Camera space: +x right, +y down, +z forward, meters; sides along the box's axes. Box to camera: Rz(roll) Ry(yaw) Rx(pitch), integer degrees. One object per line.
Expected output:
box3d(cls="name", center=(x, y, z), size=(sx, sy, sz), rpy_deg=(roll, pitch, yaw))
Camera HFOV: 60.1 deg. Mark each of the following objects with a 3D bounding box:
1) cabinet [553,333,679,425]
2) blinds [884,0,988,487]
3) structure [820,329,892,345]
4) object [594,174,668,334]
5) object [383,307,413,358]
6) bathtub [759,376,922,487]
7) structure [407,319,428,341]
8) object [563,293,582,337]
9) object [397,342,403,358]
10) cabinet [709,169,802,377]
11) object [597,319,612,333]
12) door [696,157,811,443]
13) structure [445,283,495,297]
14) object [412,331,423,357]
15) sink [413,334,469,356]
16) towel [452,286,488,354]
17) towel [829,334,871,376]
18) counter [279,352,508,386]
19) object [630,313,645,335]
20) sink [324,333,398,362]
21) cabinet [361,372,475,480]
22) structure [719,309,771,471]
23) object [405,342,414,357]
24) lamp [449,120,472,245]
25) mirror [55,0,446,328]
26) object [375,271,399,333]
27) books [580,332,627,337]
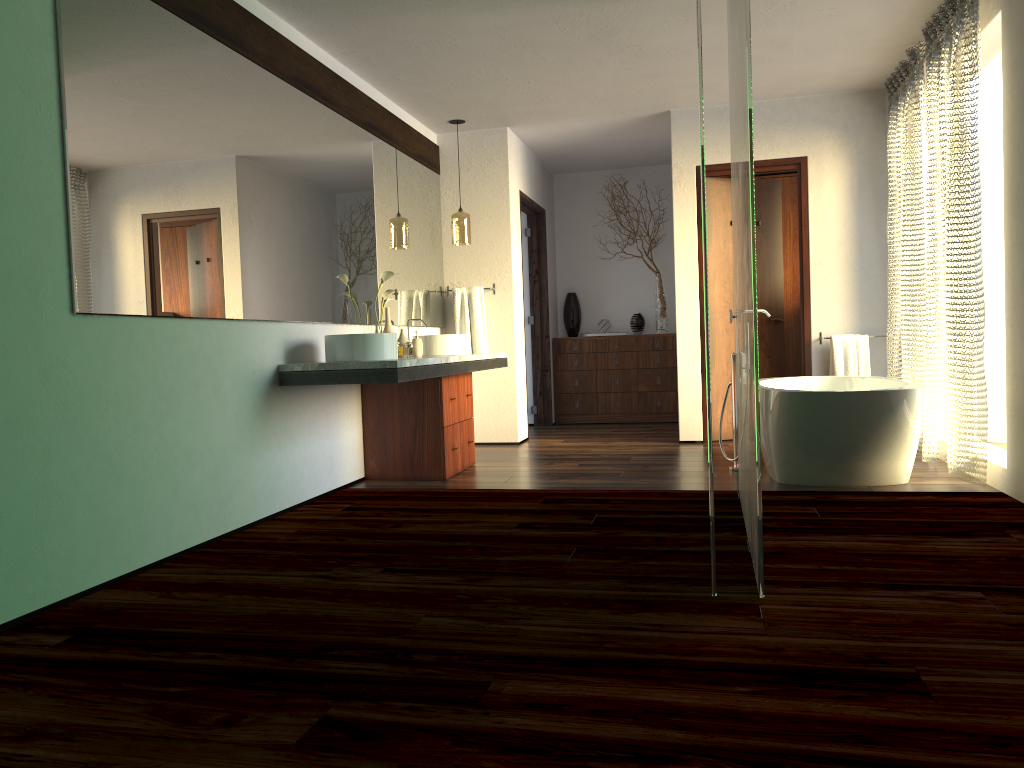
box3d(cls="cabinet", center=(0.986, -0.045, 8.166), size=(1.153, 0.800, 0.398), rpy_deg=(-1, 3, 15))
box3d(cls="blinds", center=(2.294, -0.738, 4.876), size=(0.183, 2.336, 2.101), rpy_deg=(-2, 3, 13))
box3d(cls="structure", center=(2.310, -0.315, 5.929), size=(0.458, 0.088, 0.101), rpy_deg=(-1, 3, 15))
box3d(cls="object", center=(1.064, -1.171, 8.019), size=(0.715, 1.450, 0.844), rpy_deg=(-4, 3, -33))
box3d(cls="object", center=(-0.700, -0.309, 5.306), size=(0.246, 0.305, 0.117), rpy_deg=(0, 3, 40))
box3d(cls="bathtub", center=(1.723, 0.233, 4.801), size=(0.774, 0.485, 1.602), rpy_deg=(-2, 3, 13))
box3d(cls="structure", center=(-0.625, -0.298, 5.693), size=(0.167, 0.242, 0.065), rpy_deg=(-1, 3, 18))
box3d(cls="object", center=(0.565, -0.645, 8.291), size=(0.174, 0.417, 0.167), rpy_deg=(-1, 3, 27))
box3d(cls="object", center=(-0.672, -0.198, 5.167), size=(0.065, 0.092, 0.039), rpy_deg=(-3, 3, -26))
box3d(cls="cabinet", center=(2.360, -0.854, 7.495), size=(1.501, 2.363, 0.354), rpy_deg=(-1, 3, 15))
box3d(cls="object", center=(0.859, -0.538, 8.219), size=(0.132, 0.131, 0.130), rpy_deg=(-2, 3, 9))
box3d(cls="door", center=(1.725, -0.570, 6.364), size=(0.739, 1.947, 0.459), rpy_deg=(-1, 3, 14))
box3d(cls="structure", center=(-0.316, -0.703, 6.612), size=(0.374, 0.088, 0.101), rpy_deg=(-1, 3, 15))
box3d(cls="object", center=(-0.573, -0.243, 5.336), size=(0.070, 0.158, 0.071), rpy_deg=(-2, 2, -3))
box3d(cls="sink", center=(-0.456, -0.249, 5.680), size=(0.355, 0.131, 0.360), rpy_deg=(-3, 3, -9))
box3d(cls="towel", center=(-0.309, -0.401, 6.563), size=(0.263, 0.636, 0.157), rpy_deg=(-1, 3, 32))
box3d(cls="towel", center=(2.263, -0.014, 5.927), size=(0.260, 0.637, 0.154), rpy_deg=(-2, 2, -3))
box3d(cls="counter", center=(-0.559, -0.105, 5.139), size=(0.594, 0.101, 2.232), rpy_deg=(-2, 3, 13))
box3d(cls="object", center=(1.155, -0.553, 8.137), size=(0.136, 0.200, 0.142), rpy_deg=(-4, 3, -32))
box3d(cls="sink", center=(-0.745, -0.180, 4.378), size=(0.362, 0.131, 0.352), rpy_deg=(-1, 3, 16))
box3d(cls="cabinet", center=(-0.541, 0.232, 5.356), size=(0.518, 0.599, 0.651), rpy_deg=(-2, 3, 14))
box3d(cls="structure", center=(1.280, 0.032, 4.999), size=(0.239, 0.897, 0.283), rpy_deg=(-4, 3, -37))
box3d(cls="object", center=(-0.604, -0.203, 5.195), size=(0.039, 0.090, 0.056), rpy_deg=(-1, 3, 23))
box3d(cls="lamp", center=(-0.375, -1.434, 6.326), size=(0.136, 0.867, 0.142), rpy_deg=(-4, 3, -34))
box3d(cls="mirror", center=(-0.967, -0.899, 4.737), size=(0.017, 1.152, 4.031), rpy_deg=(-2, 3, 13))
box3d(cls="object", center=(-0.751, -0.404, 5.235), size=(0.187, 0.504, 0.245), rpy_deg=(-2, 2, -8))
box3d(cls="books", center=(0.910, -0.461, 8.216), size=(0.493, 0.034, 0.249), rpy_deg=(-3, 3, -10))
